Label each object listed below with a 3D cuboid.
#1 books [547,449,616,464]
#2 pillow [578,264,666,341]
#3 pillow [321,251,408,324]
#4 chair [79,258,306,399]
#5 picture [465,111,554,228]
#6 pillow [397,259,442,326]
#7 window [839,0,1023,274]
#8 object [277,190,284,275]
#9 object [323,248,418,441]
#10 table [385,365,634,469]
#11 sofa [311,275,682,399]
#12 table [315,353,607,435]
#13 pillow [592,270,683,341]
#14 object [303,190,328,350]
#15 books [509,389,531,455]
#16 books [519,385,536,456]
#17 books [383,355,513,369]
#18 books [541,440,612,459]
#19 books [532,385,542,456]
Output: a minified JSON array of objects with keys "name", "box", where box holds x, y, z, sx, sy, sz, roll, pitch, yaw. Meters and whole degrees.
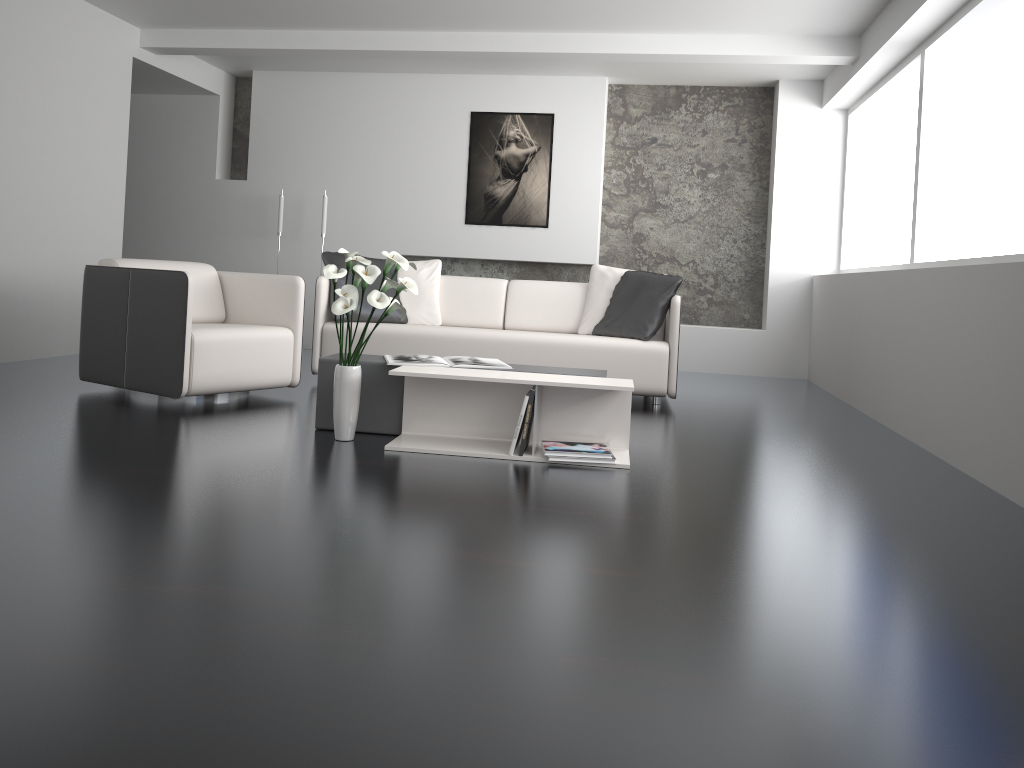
[{"name":"books","box":[0.269,0.280,3.496,0.263,0.017,0.215,3,7,-1]},{"name":"pillow","box":[0.749,-0.525,5.775,0.588,0.507,0.299,4,2,13]},{"name":"pillow","box":[-0.935,-0.619,5.686,0.565,0.448,0.279,0,3,-37]},{"name":"chair","box":[-1.726,-0.327,4.744,0.923,0.660,0.768,6,5,33]},{"name":"picture","box":[-0.023,-1.889,7.750,0.746,1.003,0.004,3,0,9]},{"name":"pillow","box":[-0.750,-0.606,5.933,0.584,0.499,0.324,3,2,-2]},{"name":"window","box":[2.187,-1.142,3.352,0.110,1.423,8.096,3,7,9]},{"name":"object","box":[-2.091,-1.041,7.865,0.180,1.393,0.180,3,0,9]},{"name":"object","box":[-0.590,-0.155,3.607,0.377,0.796,0.448,3,2,-8]},{"name":"table","box":[-0.001,0.121,3.592,0.969,0.313,0.300,4,3,7]},{"name":"sofa","box":[-0.069,-0.358,5.753,2.240,0.659,0.924,4,5,6]},{"name":"table","box":[-0.216,0.068,3.938,1.258,0.313,0.300,4,3,7]},{"name":"pillow","box":[0.804,-0.494,5.505,0.332,0.435,0.555,1,4,-36]},{"name":"object","box":[-1.666,-0.998,7.694,0.180,1.393,0.180,3,0,9]},{"name":"books","box":[0.040,0.150,3.552,0.069,0.237,0.228,3,3,6]},{"name":"books","box":[0.071,0.140,3.551,0.050,0.263,0.234,3,3,6]},{"name":"books","box":[-0.295,-0.103,3.949,0.548,0.017,0.361,2,7,-11]},{"name":"books","box":[0.254,0.260,3.516,0.263,0.017,0.229,3,7,-1]},{"name":"books","box":[0.102,0.129,3.567,0.007,0.283,0.206,3,2,6]}]
